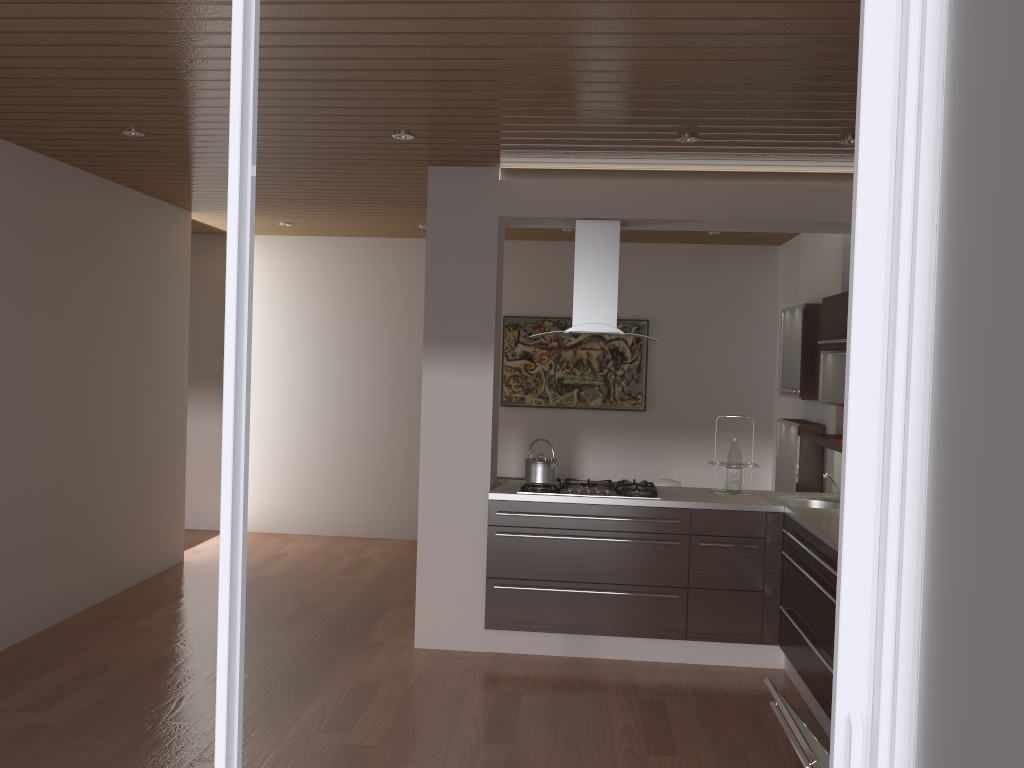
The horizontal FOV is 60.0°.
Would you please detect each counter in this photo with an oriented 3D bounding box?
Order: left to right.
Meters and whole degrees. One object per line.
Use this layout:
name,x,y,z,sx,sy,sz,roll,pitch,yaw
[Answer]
counter,0.912,0.659,4.430,2.150,0.036,1.850,2,1,5

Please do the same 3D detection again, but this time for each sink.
sink,1.686,0.671,4.939,0.450,0.347,0.494,2,1,11

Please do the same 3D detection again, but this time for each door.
door,-0.488,0.225,1.550,2.300,2.700,0.101,2,1,5

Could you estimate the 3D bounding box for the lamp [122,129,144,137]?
lamp,-1.867,-1.259,4.368,0.102,0.055,0.102,1,2,-23

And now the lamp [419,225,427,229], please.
lamp,-0.704,-1.294,7.180,0.102,0.055,0.102,1,1,-12

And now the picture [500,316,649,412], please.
picture,0.547,-0.181,7.805,1.277,0.801,0.018,2,1,5

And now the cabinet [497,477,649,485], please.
cabinet,0.431,1.148,7.568,1.740,0.608,0.540,2,1,5

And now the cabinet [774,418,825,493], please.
cabinet,1.859,0.544,5.804,0.194,0.600,0.598,2,1,5

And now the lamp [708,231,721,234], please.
lamp,1.597,-1.216,6.993,0.102,0.055,0.102,2,2,22

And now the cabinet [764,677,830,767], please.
cabinet,1.310,0.535,2.463,1.047,1.948,1.796,2,1,5

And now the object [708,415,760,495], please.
object,1.297,0.408,5.184,0.291,0.453,0.210,2,1,10

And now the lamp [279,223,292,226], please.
lamp,-1.855,-1.333,7.274,0.102,0.055,0.102,1,1,-12

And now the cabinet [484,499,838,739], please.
cabinet,0.898,1.112,4.442,2.150,0.870,1.850,2,1,5

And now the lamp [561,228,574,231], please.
lamp,0.447,-1.255,7.086,0.102,0.055,0.102,2,2,22

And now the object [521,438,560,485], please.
object,0.164,0.432,5.004,0.221,0.251,0.221,2,1,-3

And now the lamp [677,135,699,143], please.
lamp,0.823,-1.168,4.149,0.102,0.055,0.102,1,2,-23

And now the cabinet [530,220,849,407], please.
cabinet,1.047,-0.414,4.448,2.058,1.032,1.399,2,1,9

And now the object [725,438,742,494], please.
object,1.286,0.473,5.134,0.091,0.319,0.091,3,2,40

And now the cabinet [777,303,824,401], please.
cabinet,1.822,-0.207,5.771,0.172,0.600,0.619,2,1,-10

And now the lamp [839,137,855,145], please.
lamp,1.565,-1.143,4.089,0.102,0.055,0.102,3,2,33

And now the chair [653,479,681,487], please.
chair,0.835,1.081,6.016,0.608,0.847,0.491,1,2,-25

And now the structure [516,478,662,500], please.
structure,0.442,0.587,5.101,0.797,0.047,0.494,2,1,5

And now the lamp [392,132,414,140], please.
lamp,-0.522,-1.214,4.259,0.102,0.055,0.102,1,1,-12

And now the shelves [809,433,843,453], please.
shelves,1.851,0.345,4.346,0.313,0.050,1.850,2,1,5
